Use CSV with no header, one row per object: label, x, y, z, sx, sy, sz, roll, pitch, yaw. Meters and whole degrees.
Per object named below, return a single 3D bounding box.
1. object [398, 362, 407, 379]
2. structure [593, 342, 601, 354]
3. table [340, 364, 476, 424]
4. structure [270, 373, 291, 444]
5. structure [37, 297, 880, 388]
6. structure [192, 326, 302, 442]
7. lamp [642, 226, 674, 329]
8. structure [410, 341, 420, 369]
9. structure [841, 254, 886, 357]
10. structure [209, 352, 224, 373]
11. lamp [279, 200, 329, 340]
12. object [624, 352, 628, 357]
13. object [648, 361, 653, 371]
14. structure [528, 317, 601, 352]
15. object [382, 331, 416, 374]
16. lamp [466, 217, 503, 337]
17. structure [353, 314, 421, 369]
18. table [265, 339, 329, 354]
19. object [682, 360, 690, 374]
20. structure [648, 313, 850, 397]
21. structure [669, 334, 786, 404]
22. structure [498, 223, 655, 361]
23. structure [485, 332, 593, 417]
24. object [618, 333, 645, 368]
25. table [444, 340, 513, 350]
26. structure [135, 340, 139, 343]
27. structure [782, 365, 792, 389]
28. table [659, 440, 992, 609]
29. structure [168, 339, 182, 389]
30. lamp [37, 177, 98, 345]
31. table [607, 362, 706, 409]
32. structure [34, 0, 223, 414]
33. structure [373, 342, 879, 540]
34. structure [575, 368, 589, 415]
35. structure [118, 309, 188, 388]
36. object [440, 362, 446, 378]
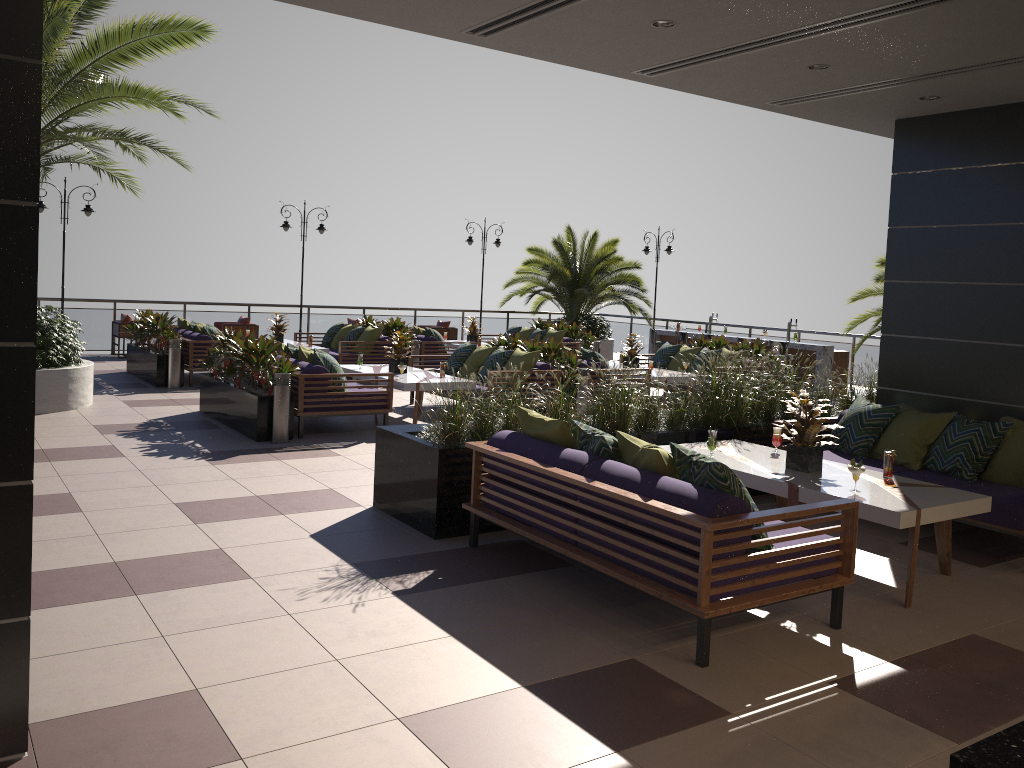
object,-1.278,-0.161,10.283,0.106,0.196,0.106,3,4,-1
structure,1.609,-0.461,16.953,0.180,0.698,0.100,1,4,-34
table,-1.387,0.136,10.956,0.941,0.552,2.046,-1,7,-34
structure,-2.320,0.243,8.915,0.180,0.698,0.100,1,4,-34
structure,-1.332,-0.434,13.819,17.494,1.055,12.976,-2,8,-34
structure,-2.975,-0.031,9.878,0.737,1.168,2.261,0,6,-32
lamp,3.543,-2.228,21.846,0.264,3.317,1.126,1,4,-34
structure,-1.622,-0.374,14.782,0.180,0.698,0.100,1,4,-34
structure,7.107,-1.131,13.630,3.802,3.292,3.766,3,5,9
structure,-3.639,-0.037,10.880,0.180,0.698,0.100,1,4,-34
lamp,-4.536,-2.312,19.148,1.122,3.317,0.265,1,4,-34
object,1.777,-0.407,13.818,0.082,0.197,0.069,3,3,8
object,1.940,-0.231,12.364,0.069,0.180,0.069,6,5,44
structure,0.898,-0.737,17.910,0.737,1.168,2.261,0,6,-32
object,-1.382,-0.400,10.916,0.424,0.525,0.432,1,4,-17
lamp,-0.729,-2.415,21.705,1.122,3.317,0.265,1,4,-34
structure,-2.321,-0.653,15.775,0.714,1.168,2.258,0,6,-37
table,-3.870,-0.392,14.659,0.941,0.552,2.046,-1,7,-34
object,2.500,-0.251,12.720,0.106,0.196,0.106,3,4,-1
structure,4.523,-0.705,17.558,0.804,1.323,4.421,0,6,-34
structure,3.438,-0.204,14.187,0.737,1.168,2.261,0,6,-32
structure,1.620,-2.286,21.706,3.806,3.292,3.761,5,5,24
structure,0.220,-0.116,12.021,0.700,1.169,2.430,0,6,-32
object,1.767,-0.485,13.027,0.430,0.525,0.427,1,5,-22
table,-0.713,-0.477,16.780,0.941,0.552,2.046,-1,7,-34
structure,-6.138,-0.568,14.606,0.180,0.698,0.100,1,4,-34
structure,4.105,0.070,13.232,0.180,0.698,0.100,1,4,-34
table,1.935,0.848,5.952,0.941,0.552,2.046,-1,7,-34
structure,-4.816,-0.287,12.635,0.180,0.698,0.100,1,4,-34
lamp,-8.391,-2.208,16.557,1.122,3.317,0.265,1,4,-34
table,1.771,0.051,13.078,0.941,0.552,2.046,-1,7,-34
structure,-5.899,-2.883,10.444,4.739,6.483,4.728,2,4,-16
structure,1.907,-0.201,3.760,24.716,3.112,7.852,-2,7,-34
structure,0.874,0.157,11.061,0.180,0.698,0.100,1,4,-34
structure,-5.514,-0.564,13.602,0.737,1.168,2.261,0,6,-32
object,-0.831,-0.170,10.592,0.067,0.189,0.085,2,3,-4
